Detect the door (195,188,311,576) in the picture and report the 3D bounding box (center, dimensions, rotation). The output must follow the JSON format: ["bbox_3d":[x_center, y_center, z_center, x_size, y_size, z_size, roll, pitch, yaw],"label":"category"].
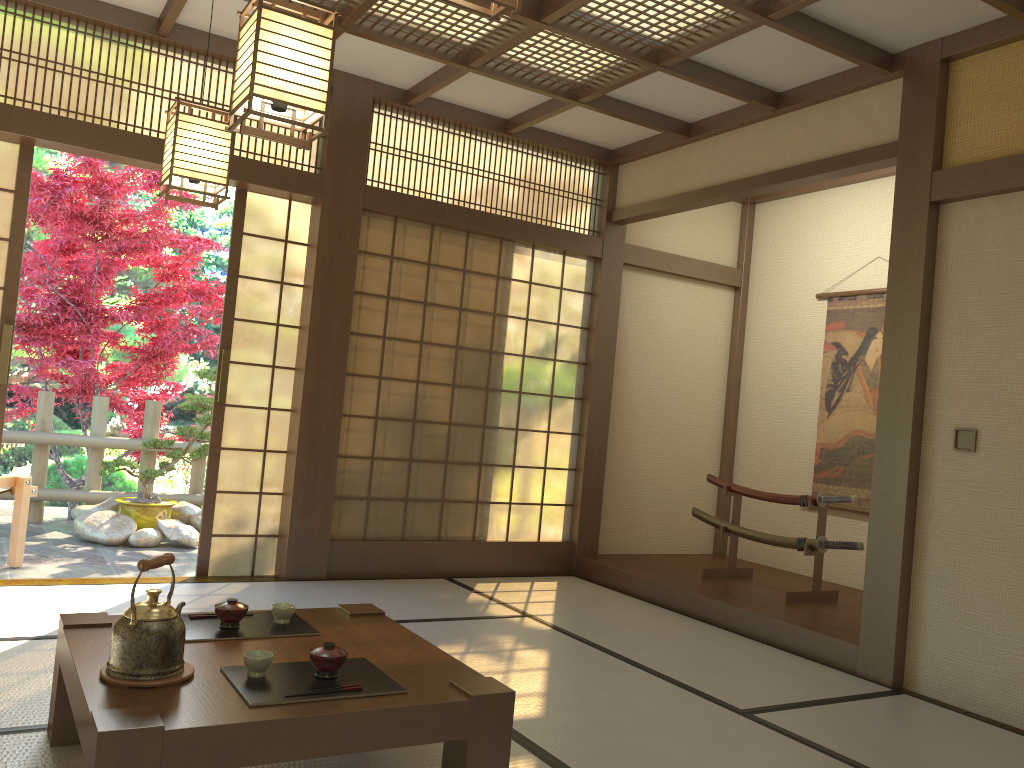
[{"bbox_3d":[-0.879,0.083,5.548,1.894,2.380,0.073,6,-2,-31],"label":"door"}]

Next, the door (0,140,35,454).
[{"bbox_3d":[-3.370,-0.198,4.048,1.894,2.380,0.073,6,-2,-31],"label":"door"}]

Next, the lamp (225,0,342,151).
[{"bbox_3d":[-0.621,-1.250,2.543,0.240,1.129,0.240,6,-2,-31],"label":"lamp"}]

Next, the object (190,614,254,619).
[{"bbox_3d":[-0.916,0.733,2.808,0.200,0.008,0.008,7,-2,-35],"label":"object"}]

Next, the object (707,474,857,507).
[{"bbox_3d":[1.637,0.677,5.497,0.086,0.121,1.186,6,-2,-30],"label":"object"}]

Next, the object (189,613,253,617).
[{"bbox_3d":[-0.925,0.733,2.824,0.200,0.008,0.008,6,-2,-30],"label":"object"}]

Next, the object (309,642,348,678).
[{"bbox_3d":[-0.480,0.717,2.311,0.100,0.080,0.100,6,-2,-31],"label":"object"}]

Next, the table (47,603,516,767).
[{"bbox_3d":[-0.689,0.920,2.482,1.000,0.350,1.000,6,-2,-31],"label":"table"}]

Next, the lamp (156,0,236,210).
[{"bbox_3d":[-1.220,-1.271,3.542,0.240,1.129,0.240,6,-2,-31],"label":"lamp"}]

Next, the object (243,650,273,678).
[{"bbox_3d":[-0.650,0.717,2.267,0.074,0.052,0.073,5,-2,12],"label":"object"}]

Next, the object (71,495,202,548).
[{"bbox_3d":[-2.668,1.042,6.780,1.260,0.276,1.147,7,-2,-35],"label":"object"}]

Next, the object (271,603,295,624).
[{"bbox_3d":[-0.727,0.729,2.813,0.074,0.052,0.073,5,-2,12],"label":"object"}]

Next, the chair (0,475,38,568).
[{"bbox_3d":[-3.310,0.747,5.124,0.698,0.598,0.704,5,-2,16],"label":"chair"}]

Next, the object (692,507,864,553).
[{"bbox_3d":[1.603,0.928,5.510,0.100,0.144,1.369,6,-2,-30],"label":"object"}]

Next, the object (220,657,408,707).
[{"bbox_3d":[-0.512,0.760,2.278,0.400,0.007,0.300,6,-2,-31],"label":"object"}]

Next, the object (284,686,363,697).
[{"bbox_3d":[-0.460,0.753,2.173,0.200,0.008,0.008,7,-2,-33],"label":"object"}]

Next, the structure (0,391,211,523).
[{"bbox_3d":[-2.961,0.691,7.352,7.456,1.136,0.245,6,-2,-31],"label":"structure"}]

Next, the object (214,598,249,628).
[{"bbox_3d":[-0.855,0.696,2.700,0.100,0.080,0.100,6,-2,-31],"label":"object"}]

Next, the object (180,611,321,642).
[{"bbox_3d":[-0.833,0.746,2.747,0.400,0.007,0.300,6,-2,-31],"label":"object"}]

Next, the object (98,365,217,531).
[{"bbox_3d":[-2.576,0.498,6.838,1.032,1.362,0.586,5,-2,-5],"label":"object"}]

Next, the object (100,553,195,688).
[{"bbox_3d":[-0.896,0.577,2.217,0.219,0.296,0.226,7,-2,-36],"label":"object"}]

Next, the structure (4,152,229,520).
[{"bbox_3d":[-3.936,-0.784,7.704,3.412,4.004,3.045,5,-2,2],"label":"structure"}]

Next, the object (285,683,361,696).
[{"bbox_3d":[-0.464,0.753,2.185,0.200,0.008,0.008,7,-2,-37],"label":"object"}]

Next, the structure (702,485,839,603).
[{"bbox_3d":[1.625,0.980,5.547,0.446,0.604,0.712,6,-2,-31],"label":"structure"}]

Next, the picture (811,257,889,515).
[{"bbox_3d":[2.374,0.001,5.925,0.038,1.725,0.952,6,-2,-31],"label":"picture"}]

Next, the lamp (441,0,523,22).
[{"bbox_3d":[-0.022,-1.229,1.544,0.240,1.129,0.240,6,-2,-31],"label":"lamp"}]
